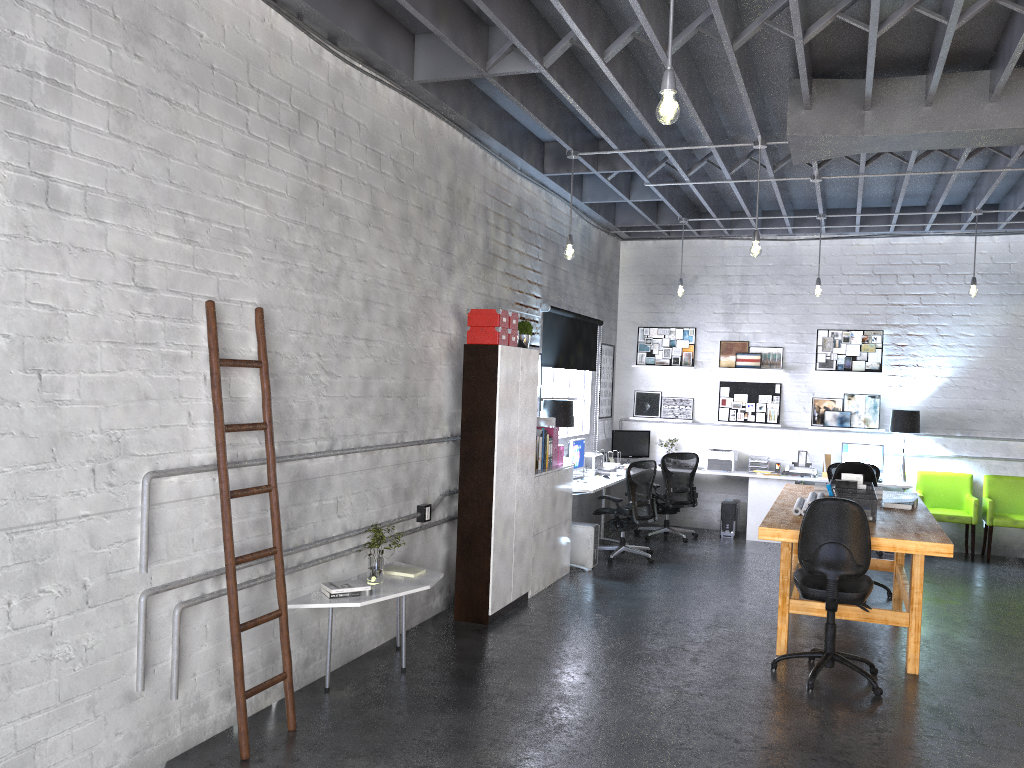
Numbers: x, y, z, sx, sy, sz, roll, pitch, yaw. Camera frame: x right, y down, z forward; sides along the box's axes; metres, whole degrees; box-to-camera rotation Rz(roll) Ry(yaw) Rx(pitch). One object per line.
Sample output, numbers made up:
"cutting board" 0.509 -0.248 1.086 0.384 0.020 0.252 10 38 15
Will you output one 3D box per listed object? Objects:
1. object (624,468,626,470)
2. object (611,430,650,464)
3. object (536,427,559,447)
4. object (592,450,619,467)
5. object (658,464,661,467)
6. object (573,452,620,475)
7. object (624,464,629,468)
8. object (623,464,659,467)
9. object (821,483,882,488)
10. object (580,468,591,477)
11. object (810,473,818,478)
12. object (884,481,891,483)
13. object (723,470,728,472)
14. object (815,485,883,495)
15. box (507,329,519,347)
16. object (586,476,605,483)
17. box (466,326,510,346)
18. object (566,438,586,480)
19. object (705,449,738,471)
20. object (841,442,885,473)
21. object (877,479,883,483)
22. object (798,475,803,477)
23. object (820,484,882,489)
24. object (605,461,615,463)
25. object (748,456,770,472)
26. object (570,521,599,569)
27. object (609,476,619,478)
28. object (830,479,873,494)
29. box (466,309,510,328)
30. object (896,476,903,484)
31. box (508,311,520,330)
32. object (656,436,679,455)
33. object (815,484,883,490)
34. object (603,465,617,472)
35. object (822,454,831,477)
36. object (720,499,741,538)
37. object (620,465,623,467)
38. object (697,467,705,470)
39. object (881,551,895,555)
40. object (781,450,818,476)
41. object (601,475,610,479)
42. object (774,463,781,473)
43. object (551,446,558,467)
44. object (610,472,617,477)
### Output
"object" 1.345 1.004 10.461 0.057 0.013 0.013 2 1 12
"object" 1.494 0.798 11.238 0.560 0.427 0.147 2 1 -33
"object" 0.305 0.483 8.173 0.214 0.177 0.161 2 1 21
"object" 1.122 0.899 10.566 0.324 0.208 0.233 2 1 21
"object" 1.863 1.009 11.027 0.058 0.036 0.114 2 1 -29
"object" 0.943 0.884 9.816 0.485 0.230 0.420 2 1 21
"object" 1.411 0.987 10.638 0.130 0.049 0.130 2 1 37
"object" 1.594 1.003 10.925 0.422 0.028 0.181 2 0 -19
"object" 2.813 0.868 7.421 0.519 0.047 0.046 2 1 21
"object" 0.786 0.950 9.538 0.090 0.090 0.082 1 1 -44
"object" 3.518 1.067 10.329 0.095 0.050 0.095 2 1 -11
"object" 4.280 1.118 10.109 0.046 0.009 0.121 2 0 6
"object" 2.573 1.047 10.661 0.017 0.016 0.075 1 1 -44
"object" 2.745 0.866 7.238 0.519 0.047 0.046 2 1 19
"box" -0.108 -0.352 6.770 0.270 0.131 0.206 2 1 21
"object" 0.862 0.986 9.155 0.181 0.028 0.422 2 0 11
"box" -0.181 -0.353 6.575 0.270 0.131 0.206 2 1 21
"object" 0.629 0.782 9.280 0.212 0.417 0.465 3 1 21
"object" 2.597 0.937 10.980 0.351 0.235 0.351 2 1 21
"object" 4.112 0.906 10.394 0.465 0.417 0.212 3 1 26
"object" 4.175 1.101 10.061 0.058 0.036 0.114 3 1 36
"object" 3.380 1.079 10.366 0.017 0.016 0.076 2 0 -19
"object" 2.781 0.867 7.334 0.519 0.047 0.046 2 1 21
"object" 1.193 0.932 10.897 0.155 0.141 0.088 3 1 35
"object" 3.013 0.981 10.818 0.229 0.181 0.316 2 1 21
"object" 0.596 1.573 8.714 0.478 0.411 0.200 2 1 21
"object" 1.079 0.998 9.482 0.119 0.016 0.119 2 0 38
"object" 2.694 0.861 7.044 0.316 0.156 0.306 2 1 21
"box" -0.176 -0.483 6.572 0.270 0.131 0.206 2 1 21
"object" 4.352 1.084 9.969 0.069 0.083 0.090 2 1 20
"box" -0.104 -0.482 6.768 0.268 0.133 0.206 2 1 21
"object" 1.980 0.849 11.245 0.297 0.363 0.271 2 1 -24
"object" 2.764 0.867 7.290 0.519 0.047 0.046 2 1 21
"object" 0.995 0.967 10.251 0.392 0.064 0.259 2 0 21
"object" 3.739 0.970 10.534 0.087 0.259 0.236 3 1 21
"object" 2.667 1.638 10.835 0.180 0.411 0.476 3 1 21
"object" 1.339 1.002 10.805 0.048 0.012 0.111 2 0 1
"object" 2.300 1.034 10.803 0.103 0.021 0.131 2 0 1
"object" 4.311 1.704 10.136 0.180 0.411 0.476 3 1 21
"object" 3.458 0.949 10.646 0.405 0.280 0.399 2 1 21
"object" 0.988 0.985 9.422 0.114 0.036 0.058 2 1 11
"object" 3.231 1.017 10.782 0.093 0.116 0.067 2 1 21
"object" 0.299 0.660 8.177 0.213 0.177 0.161 2 1 21
"object" 1.088 0.974 9.483 0.078 0.049 0.062 2 1 -9
